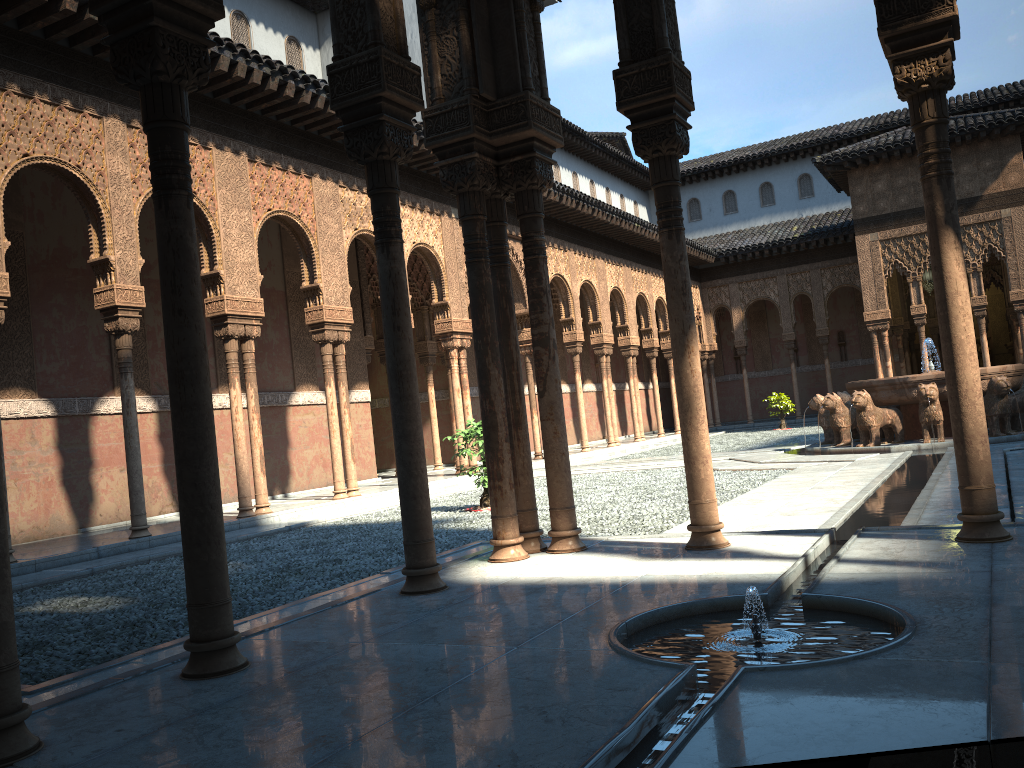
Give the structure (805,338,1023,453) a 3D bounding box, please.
[{"bbox_3d":[7.659,0.149,16.094,4.508,1.991,4.508,-7,-3,28],"label":"structure"}]
